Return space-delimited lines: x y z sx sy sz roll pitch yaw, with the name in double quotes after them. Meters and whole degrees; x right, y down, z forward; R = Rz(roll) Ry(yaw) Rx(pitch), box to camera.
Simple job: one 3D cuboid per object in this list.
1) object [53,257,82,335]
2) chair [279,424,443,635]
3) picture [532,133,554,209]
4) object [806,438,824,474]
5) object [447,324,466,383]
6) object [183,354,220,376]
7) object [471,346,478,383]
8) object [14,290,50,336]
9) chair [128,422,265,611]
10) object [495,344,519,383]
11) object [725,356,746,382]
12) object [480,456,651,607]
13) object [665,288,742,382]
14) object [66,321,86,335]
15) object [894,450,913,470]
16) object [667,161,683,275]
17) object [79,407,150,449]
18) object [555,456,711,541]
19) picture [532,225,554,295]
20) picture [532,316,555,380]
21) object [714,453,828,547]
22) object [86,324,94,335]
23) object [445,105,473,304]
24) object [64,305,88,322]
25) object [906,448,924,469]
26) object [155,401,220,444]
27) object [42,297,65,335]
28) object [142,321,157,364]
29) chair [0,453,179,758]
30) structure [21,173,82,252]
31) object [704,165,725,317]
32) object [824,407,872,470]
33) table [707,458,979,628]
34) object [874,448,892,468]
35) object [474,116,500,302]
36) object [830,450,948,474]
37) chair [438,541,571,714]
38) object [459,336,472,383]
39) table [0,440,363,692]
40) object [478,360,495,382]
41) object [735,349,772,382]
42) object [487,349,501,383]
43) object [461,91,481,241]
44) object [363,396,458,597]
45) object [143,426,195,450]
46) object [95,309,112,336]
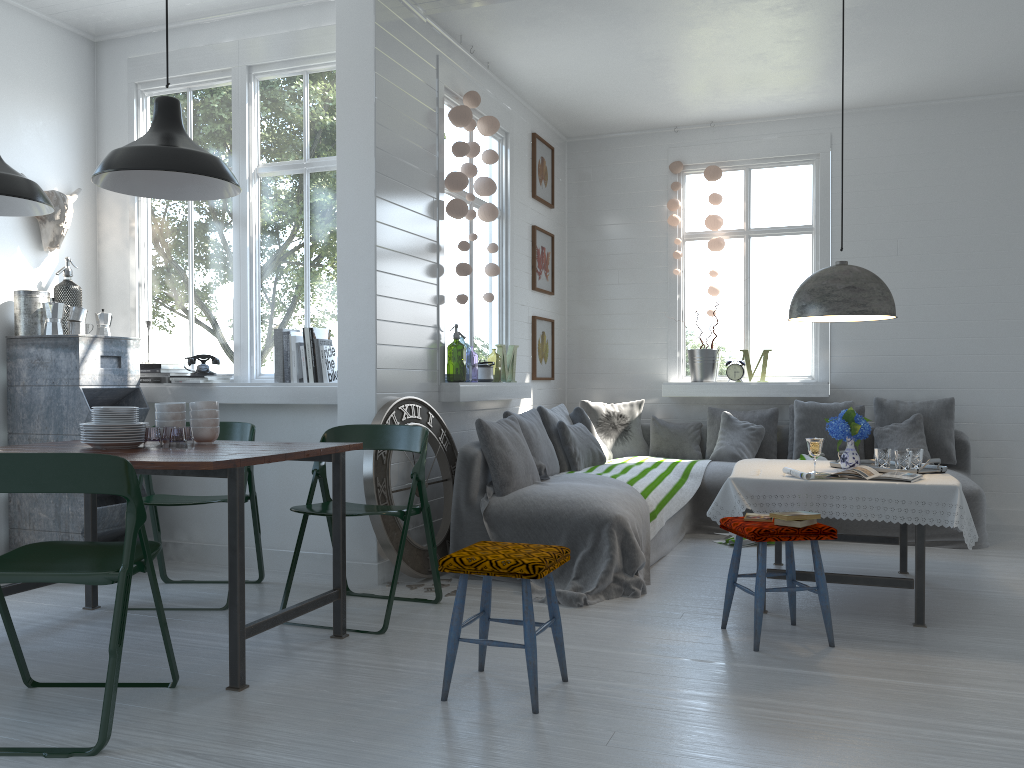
-2.974 -0.577 5.938 0.172 0.552 0.172 -1 1 -44 "object"
-0.794 0.729 4.705 0.651 1.007 0.730 0 1 21 "chair"
0.293 -1.969 8.234 0.036 0.580 0.555 0 1 21 "picture"
1.657 0.393 4.849 0.098 0.192 0.098 1 1 41 "object"
-0.392 -0.217 6.256 0.136 0.415 0.136 0 1 18 "object"
-2.087 -0.127 5.961 0.203 0.146 0.171 0 1 24 "object"
-0.304 -0.142 6.524 0.111 0.270 0.111 1 1 39 "object"
-3.062 -0.446 5.659 0.205 0.290 0.205 0 1 23 "object"
-1.831 0.730 5.093 0.651 1.007 0.730 0 1 1 "chair"
-0.049 -0.163 7.217 0.052 0.311 0.330 1 1 31 "object"
2.064 -0.137 8.196 0.182 0.250 0.075 0 1 21 "object"
0.330 0.826 5.737 1.212 0.925 1.684 0 0 -29 "object"
1.774 -0.483 8.081 0.635 0.936 0.847 0 1 -22 "object"
-2.802 -0.350 5.684 0.129 0.096 0.108 0 1 -40 "object"
2.203 0.434 4.992 0.095 0.119 0.095 1 1 45 "object"
1.568 -1.595 8.525 0.153 1.089 0.150 0 1 -4 "object"
-1.860 0.204 4.157 0.305 0.195 0.300 0 0 -33 "object"
0.810 0.890 6.724 1.043 0.473 3.163 0 0 21 "object"
0.294 -1.140 8.250 0.036 0.580 0.555 0 1 21 "picture"
0.295 -0.326 8.266 0.036 0.580 0.555 0 1 21 "picture"
2.226 0.790 7.089 1.580 0.833 0.622 0 1 -45 "object"
-2.826 -0.351 5.828 0.129 0.096 0.108 0 1 -20 "object"
-0.376 -1.268 6.288 0.197 1.405 0.193 0 1 -19 "object"
-2.792 -0.440 5.700 0.108 0.126 0.129 0 1 12 "object"
2.331 0.434 5.133 0.095 0.119 0.095 1 1 45 "object"
-1.614 0.193 4.412 0.309 0.216 0.149 0 1 -37 "object"
-2.888 -0.421 5.612 0.130 0.249 0.205 0 1 12 "object"
-2.481 -0.285 6.060 0.095 0.289 0.095 1 1 39 "object"
-1.653 0.733 3.251 0.651 1.007 0.730 0 1 1 "chair"
-3.030 -1.116 5.885 0.189 0.471 0.491 0 1 23 "structure"
1.902 -1.347 8.354 0.196 1.427 0.200 -1 1 -29 "object"
1.937 0.317 5.111 0.265 0.377 0.236 0 1 23 "object"
1.904 0.855 5.190 1.327 0.725 1.670 0 0 22 "table"
2.152 0.434 5.146 0.095 0.119 0.095 0 1 5 "object"
-0.189 -1.341 6.794 0.196 1.427 0.200 1 1 31 "object"
2.195 0.457 5.193 0.398 0.092 0.651 0 0 -27 "object"
-0.021 0.943 3.518 0.419 0.563 0.419 0 1 21 "chair"
-0.359 -0.175 6.393 0.137 0.335 0.137 0 1 28 "object"
-1.701 0.754 4.166 1.695 0.930 1.171 0 1 18 "table"
-0.234 -0.099 6.762 0.208 0.174 0.186 0 1 1 "object"
2.250 -0.166 8.260 0.330 0.311 0.052 0 1 11 "object"
-0.142 -0.144 6.983 0.111 0.270 0.111 1 1 39 "object"
-0.298 -1.589 6.491 0.150 1.089 0.152 -1 1 -34 "object"
-0.524 0.646 5.590 0.584 1.138 1.111 0 1 6 "object"
-1.585 0.251 4.142 0.241 0.098 0.172 0 0 24 "object"
-2.710 -0.399 5.879 0.102 0.196 0.162 0 1 -20 "object"
